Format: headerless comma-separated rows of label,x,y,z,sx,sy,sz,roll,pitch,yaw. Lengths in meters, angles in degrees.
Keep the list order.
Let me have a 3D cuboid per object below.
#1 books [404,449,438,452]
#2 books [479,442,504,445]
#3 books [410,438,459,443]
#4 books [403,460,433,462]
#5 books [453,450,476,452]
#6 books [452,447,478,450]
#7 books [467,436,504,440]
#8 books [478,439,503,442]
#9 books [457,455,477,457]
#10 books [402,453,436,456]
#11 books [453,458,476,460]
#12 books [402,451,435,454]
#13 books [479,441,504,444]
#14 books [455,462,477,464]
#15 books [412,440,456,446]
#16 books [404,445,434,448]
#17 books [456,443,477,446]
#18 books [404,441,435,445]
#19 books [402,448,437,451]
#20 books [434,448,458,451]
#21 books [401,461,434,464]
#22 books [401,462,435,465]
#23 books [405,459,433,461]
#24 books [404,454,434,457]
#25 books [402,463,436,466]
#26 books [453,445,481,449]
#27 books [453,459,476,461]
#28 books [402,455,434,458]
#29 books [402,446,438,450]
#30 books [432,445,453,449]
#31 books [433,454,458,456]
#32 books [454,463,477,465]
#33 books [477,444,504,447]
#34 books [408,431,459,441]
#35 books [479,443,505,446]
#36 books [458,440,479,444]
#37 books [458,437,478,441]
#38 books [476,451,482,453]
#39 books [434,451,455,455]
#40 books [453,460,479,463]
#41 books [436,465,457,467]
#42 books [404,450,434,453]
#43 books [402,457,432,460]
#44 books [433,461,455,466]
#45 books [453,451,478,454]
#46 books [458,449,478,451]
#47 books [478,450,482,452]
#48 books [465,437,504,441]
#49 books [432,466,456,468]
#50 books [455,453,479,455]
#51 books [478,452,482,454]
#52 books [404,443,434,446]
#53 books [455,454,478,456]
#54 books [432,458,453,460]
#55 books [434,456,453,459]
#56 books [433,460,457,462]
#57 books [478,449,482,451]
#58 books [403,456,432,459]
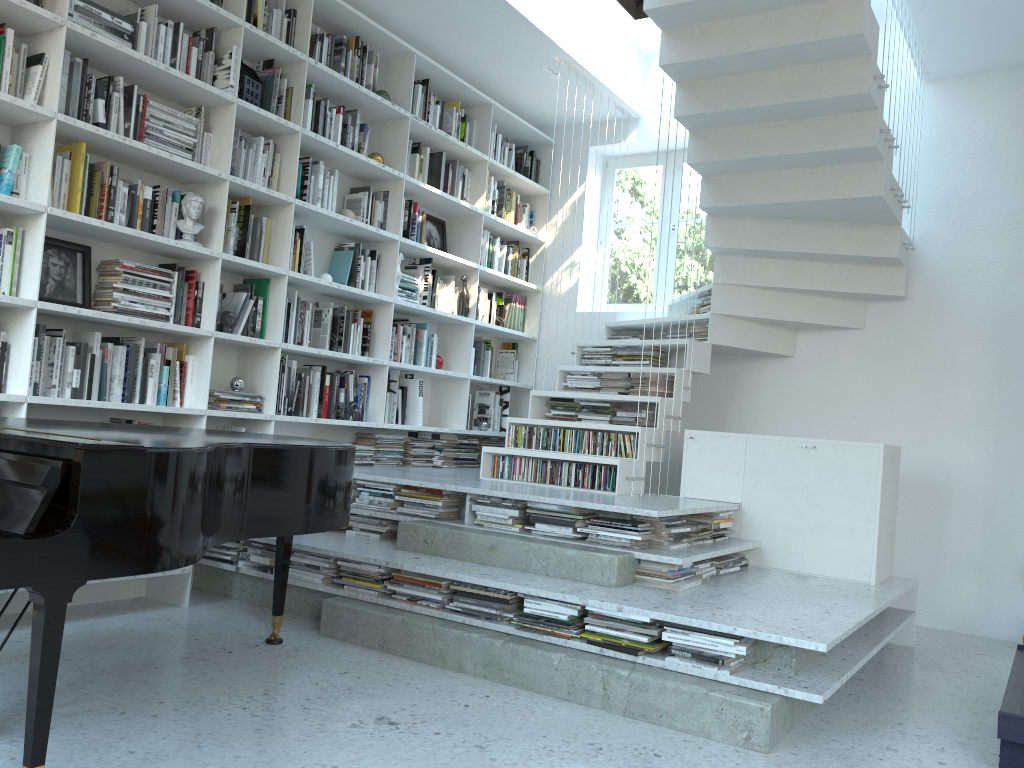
books,-0.622,0.430,5.782,0.207,0.008,0.328,3,-4,34
books,-0.196,0.428,6.452,0.161,0.009,0.254,2,-4,36
books,-0.514,0.374,5.877,0.285,0.012,0.159,3,-3,28
books,-0.632,0.498,5.783,0.207,0.008,0.328,3,-4,32
books,-0.413,0.454,6.113,0.199,0.009,0.315,3,-3,29
books,-0.414,0.437,6.116,0.198,0.009,0.354,3,-4,30
books,-0.196,0.392,6.456,0.161,0.009,0.254,3,-4,34
books,-0.200,0.410,6.456,0.161,0.009,0.254,3,-4,31
books,-0.415,0.489,6.112,0.198,0.009,0.354,3,-3,29
books,-0.626,0.453,5.783,0.207,0.008,0.328,3,-4,33
books,-0.420,0.506,6.111,0.202,0.009,0.320,3,-4,30
books,-0.621,0.445,5.780,0.205,0.007,0.368,3,-4,35
books,-0.203,0.419,6.457,0.159,0.009,0.285,3,-4,32
books,-0.425,0.533,6.112,0.201,0.009,0.360,3,-4,33
books,-0.515,0.392,5.877,0.243,0.015,0.165,3,-4,35
books,-0.620,0.406,5.783,0.207,0.008,0.328,3,-4,34
books,-0.406,0.408,6.115,0.199,0.018,0.315,3,-3,28
books,-0.618,0.384,5.784,0.205,0.007,0.368,3,-4,34
books,-0.624,0.422,5.784,0.205,0.007,0.368,3,-4,31
books,-0.517,0.423,5.877,0.282,0.010,0.169,3,-4,31
books,-0.631,0.505,5.782,0.205,0.007,0.368,3,-4,33
books,-0.626,0.513,5.778,0.207,0.008,0.328,3,-4,35
books,-0.629,0.490,5.782,0.207,0.008,0.328,3,-4,31
books,-0.627,0.460,5.783,0.205,0.007,0.368,3,-4,33
books,-0.624,0.521,5.776,0.207,0.008,0.328,3,-3,28
books,-0.404,0.425,6.113,0.198,0.017,0.354,2,-4,37
books,-0.423,0.515,6.112,0.202,0.009,0.320,3,-4,31
books,-0.625,0.468,5.781,0.207,0.008,0.328,3,-4,30
books,-0.614,0.415,5.779,0.207,0.008,0.328,2,-4,37
books,-0.519,0.408,5.871,0.196,0.019,0.173,2,-4,37
books,-0.520,0.461,5.875,0.292,0.008,0.158,3,-4,35
books,-0.415,0.543,6.105,0.201,0.009,0.360,3,-3,27
books,-0.199,0.446,6.452,0.161,0.009,0.254,3,-4,35
books,-0.520,0.344,5.865,0.266,0.035,0.205,3,-4,33
books,-0.198,0.437,6.453,0.159,0.009,0.285,3,-4,35
books,-0.409,0.390,6.119,0.198,0.017,0.354,3,-4,34
books,-0.412,0.373,6.123,0.198,0.017,0.354,3,-4,32
books,-0.201,0.492,6.451,0.207,0.008,0.328,2,-4,38
books,-0.517,0.451,5.879,0.235,0.014,0.166,3,-4,32
books,-0.419,0.525,6.109,0.201,0.009,0.360,3,-4,35
books,-0.520,0.534,5.882,0.291,0.008,0.132,3,-3,28
books,-0.620,0.438,5.781,0.207,0.008,0.328,3,-3,29
books,-0.624,0.483,5.779,0.205,0.007,0.368,3,-3,29
books,-0.522,0.517,5.877,0.244,0.025,0.160,3,-4,31
books,-0.409,0.463,6.110,0.199,0.009,0.315,2,-4,37
books,-0.412,0.446,6.114,0.198,0.009,0.354,3,-3,29
books,-0.198,0.485,6.450,0.207,0.008,0.328,2,-4,37
books,-0.201,0.401,6.458,0.159,0.009,0.285,3,-4,32
books,-0.526,0.543,5.872,0.278,0.012,0.159,3,-4,35
books,-0.414,0.472,6.113,0.198,0.009,0.354,3,-4,35
books,-0.206,0.500,6.455,0.205,0.007,0.368,2,-4,40
books,-0.611,0.392,5.779,0.205,0.007,0.368,3,-3,27
books,-0.412,0.480,6.111,0.199,0.009,0.315,2,-4,36
books,-0.525,0.490,5.869,0.206,0.012,0.183,3,-4,31
books,-0.517,0.478,5.881,0.209,0.013,0.149,3,-4,35
books,-0.526,0.500,5.868,0.281,0.008,0.168,3,-3,28
books,-0.199,0.477,6.452,0.205,0.007,0.368,2,-4,36
books,-0.625,0.475,5.781,0.207,0.008,0.328,3,-4,34
